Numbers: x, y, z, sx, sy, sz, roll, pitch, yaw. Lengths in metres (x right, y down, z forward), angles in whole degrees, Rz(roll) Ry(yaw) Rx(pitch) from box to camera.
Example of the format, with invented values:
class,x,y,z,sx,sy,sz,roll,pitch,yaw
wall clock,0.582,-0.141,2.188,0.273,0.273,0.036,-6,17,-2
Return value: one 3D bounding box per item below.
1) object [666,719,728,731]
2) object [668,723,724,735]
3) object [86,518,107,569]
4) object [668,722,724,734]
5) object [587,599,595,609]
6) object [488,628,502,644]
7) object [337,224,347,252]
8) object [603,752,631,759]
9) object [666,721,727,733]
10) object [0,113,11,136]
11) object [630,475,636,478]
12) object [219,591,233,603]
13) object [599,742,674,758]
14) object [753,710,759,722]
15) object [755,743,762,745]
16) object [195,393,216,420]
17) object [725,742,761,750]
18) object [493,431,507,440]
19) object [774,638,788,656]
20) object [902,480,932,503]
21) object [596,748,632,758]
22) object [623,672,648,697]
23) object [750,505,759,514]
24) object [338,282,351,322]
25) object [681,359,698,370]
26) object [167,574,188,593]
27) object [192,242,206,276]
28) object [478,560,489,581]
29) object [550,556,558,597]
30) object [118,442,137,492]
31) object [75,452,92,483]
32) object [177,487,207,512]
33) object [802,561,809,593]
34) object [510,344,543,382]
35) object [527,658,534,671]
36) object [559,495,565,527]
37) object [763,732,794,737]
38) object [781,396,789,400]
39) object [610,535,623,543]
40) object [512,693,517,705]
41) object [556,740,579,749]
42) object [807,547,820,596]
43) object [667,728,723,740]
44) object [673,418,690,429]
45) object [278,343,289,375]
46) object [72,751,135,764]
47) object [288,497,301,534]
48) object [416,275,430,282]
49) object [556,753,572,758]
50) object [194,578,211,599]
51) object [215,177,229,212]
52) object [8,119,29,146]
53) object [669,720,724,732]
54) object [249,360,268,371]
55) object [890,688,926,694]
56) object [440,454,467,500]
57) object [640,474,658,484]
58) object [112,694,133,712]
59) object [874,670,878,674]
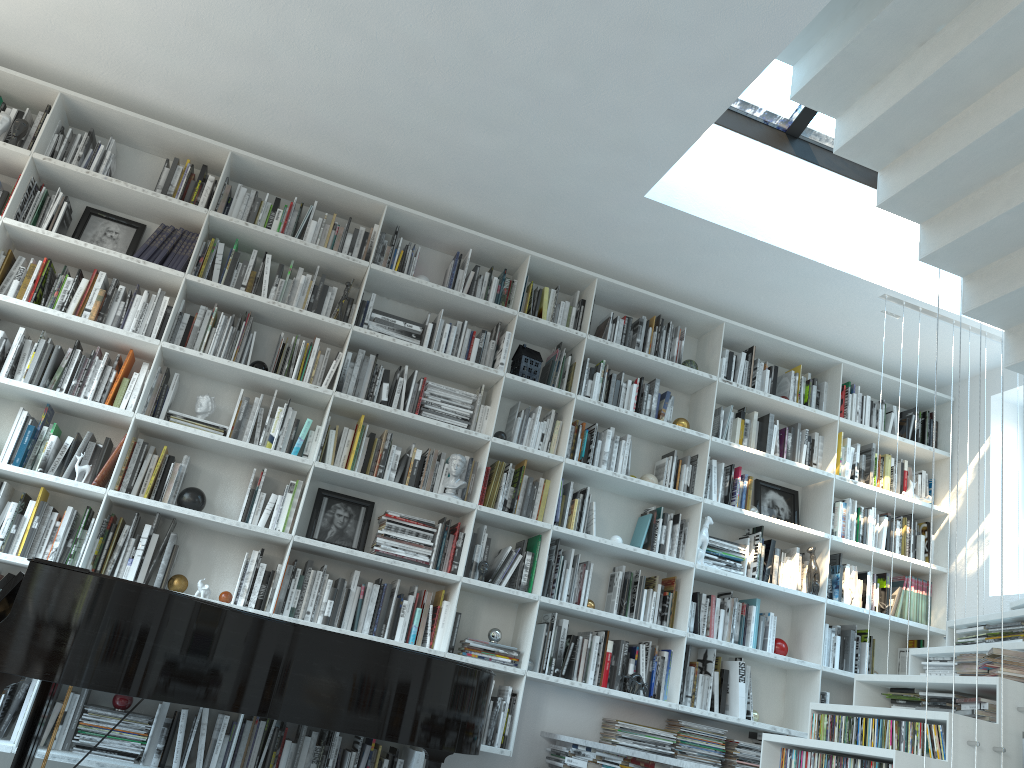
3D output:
class,x,y,z,sx,sy,sz,roll,pitch,yaw
object,0.993,1.831,4.762,0.285,0.005,0.160,15,-21,-9
object,0.985,1.854,4.765,0.254,0.005,0.161,17,-21,-14
object,-1.907,0.753,4.080,0.012,0.253,0.161,17,-21,-14
object,0.986,1.849,4.767,0.254,0.005,0.161,17,-21,-14
object,0.407,1.187,4.736,0.071,0.072,0.072,-2,-24,32
object,-0.086,1.261,4.448,0.071,0.072,0.072,-2,-24,32
object,-0.949,-0.739,4.862,0.010,0.246,0.157,17,-21,-14
object,0.520,1.657,3.930,0.144,0.005,0.258,17,-21,-14
object,0.987,1.844,4.770,0.285,0.005,0.160,17,-21,-14
object,-2.493,-1.232,4.307,0.067,0.197,0.068,2,-22,26
object,0.676,0.549,5.008,0.068,0.068,0.068,26,-25,-34
object,-1.338,0.999,4.143,0.061,0.062,0.062,-1,-24,32
object,0.645,1.905,4.617,0.346,0.007,0.194,19,-22,-19
object,1.323,1.828,4.876,0.071,0.072,0.072,-2,-24,32
object,1.476,1.991,4.849,0.144,0.004,0.296,18,-21,-16
object,-1.527,0.118,4.399,0.095,0.156,0.121,12,-20,-1
object,1.322,1.990,4.844,0.328,0.008,0.208,17,-21,-14
object,-0.064,0.288,4.748,0.071,0.072,0.072,-1,-24,32
object,1.501,1.496,5.013,0.115,0.116,0.115,26,-25,-34
object,2.503,0.679,5.497,0.203,0.136,0.095,11,-20,1
object,0.508,1.647,3.929,0.159,0.007,0.286,18,-22,-17
object,0.637,1.537,4.543,0.161,0.113,0.065,22,-23,-25
object,1.397,0.757,5.194,0.091,0.092,0.092,-1,-24,32
object,-0.876,-0.417,4.632,0.075,0.253,0.075,26,-24,-33
object,1.051,-0.093,5.262,0.104,0.105,0.104,-1,-24,32
object,-1.557,0.934,4.132,0.091,0.091,0.091,26,-25,-34
object,-1.627,-0.592,4.582,0.012,0.253,0.161,17,-21,-14
object,-0.147,0.942,4.457,0.054,0.113,0.079,17,-21,-15
object,0.198,1.041,4.745,0.007,0.265,0.135,17,-21,-14
object,-1.828,0.417,4.221,0.012,0.269,0.131,17,-21,-14
object,-1.943,0.380,3.999,0.082,0.139,0.044,23,-23,-29
object,-1.532,0.560,4.242,0.133,0.134,0.134,-1,-24,32
object,1.678,1.153,5.202,0.022,0.211,0.179,17,-21,-14
object,0.078,-0.096,4.944,0.135,0.247,0.136,21,-22,-23
object,0.078,1.440,4.539,0.071,0.072,0.072,-2,-24,32
object,0.243,0.718,4.839,0.013,0.207,0.140,17,-21,-14
object,1.497,1.937,4.873,0.130,0.015,0.210,17,-21,-15
object,1.657,0.108,5.413,0.071,0.072,0.072,-2,-24,32
object,0.569,0.864,4.851,0.071,0.072,0.072,-2,-24,32
object,-0.020,1.659,4.373,0.011,0.259,0.142,17,-21,-14
object,0.332,1.830,4.470,0.131,0.024,0.291,16,-21,-12
object,1.727,1.081,5.088,0.087,0.287,0.075,5,-21,19
object,0.977,1.878,4.755,0.254,0.005,0.161,17,-21,-14
object,0.979,0.246,5.141,0.101,0.101,0.100,26,-25,-34
object,-1.197,-0.087,4.589,0.010,0.224,0.143,17,-21,-14
object,-1.768,1.619,3.862,0.254,0.007,0.161,16,-21,-11
object,-1.089,0.673,4.409,0.017,0.215,0.104,17,-21,-14
object,-0.505,-0.550,4.911,0.105,0.105,0.105,26,-25,-34
object,0.318,1.877,4.451,0.135,0.011,0.222,16,-21,-10
object,-1.425,0.949,4.101,0.060,0.094,0.078,11,-20,2
object,-1.554,-0.942,4.713,0.012,0.284,0.160,17,-21,-14
object,-2.418,-1.209,4.326,0.067,0.197,0.068,2,-22,26
object,0.989,1.839,4.769,0.254,0.005,0.161,17,-21,-13
object,-1.287,-0.070,4.496,0.097,0.098,0.097,-1,-24,32
object,1.867,1.428,4.090,0.161,0.025,0.175,16,-21,-10
object,-0.299,0.484,4.568,0.138,0.243,0.138,-5,-26,38
object,0.779,0.568,5.064,0.112,0.112,0.111,26,-25,-34
object,-1.715,1.396,3.908,0.086,0.087,0.086,26,-25,-34
object,2.102,1.704,5.166,0.071,0.072,0.072,-2,-24,32
